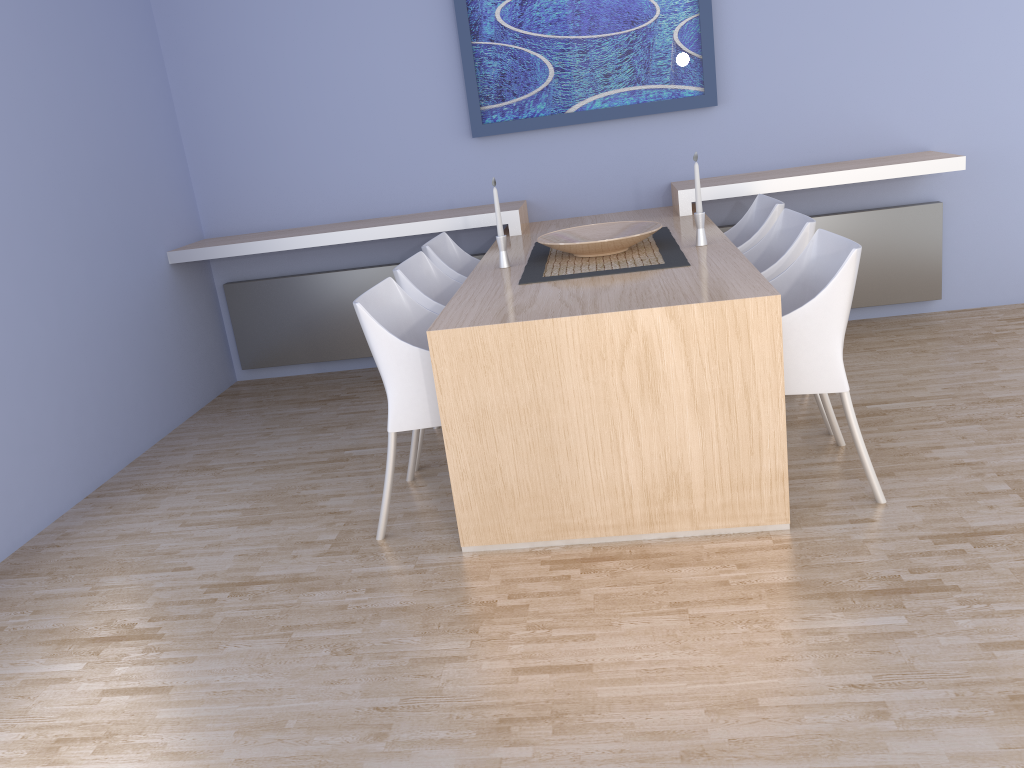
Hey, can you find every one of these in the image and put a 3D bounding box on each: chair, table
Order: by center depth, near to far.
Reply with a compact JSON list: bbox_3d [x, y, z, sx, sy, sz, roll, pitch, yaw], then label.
[{"bbox_3d":[0.891,-0.063,2.890,0.486,0.793,0.510,-5,17,7],"label":"chair"},{"bbox_3d":[-0.241,0.044,3.038,0.486,0.793,0.510,-5,17,7],"label":"chair"},{"bbox_3d":[0.948,-0.242,3.455,0.486,0.793,0.510,-5,17,8],"label":"chair"},{"bbox_3d":[-0.186,-0.129,3.583,0.486,0.793,0.510,-5,17,7],"label":"chair"},{"bbox_3d":[0.404,-0.211,3.722,1.002,0.718,2.340,-5,17,7],"label":"table"},{"bbox_3d":[1.004,-0.419,4.012,0.486,0.793,0.510,-5,17,7],"label":"chair"},{"bbox_3d":[-0.131,-0.302,4.128,0.486,0.793,0.510,-5,17,7],"label":"chair"}]

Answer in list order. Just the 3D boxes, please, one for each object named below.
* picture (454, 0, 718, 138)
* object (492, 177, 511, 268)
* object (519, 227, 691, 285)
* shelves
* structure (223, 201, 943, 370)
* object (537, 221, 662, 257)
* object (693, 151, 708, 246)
[{"bbox_3d":[0.357,-1.770,4.414,1.252,0.901,0.049,-5,17,7],"label":"picture"},{"bbox_3d":[-0.049,-0.625,3.430,0.045,0.349,0.045,-22,22,-39],"label":"object"},{"bbox_3d":[0.356,-0.522,3.515,0.594,0.005,0.986,-6,17,7],"label":"object"},{"bbox_3d":[0.217,-0.527,4.632,3.901,0.840,0.463,-5,17,7],"label":"shelves"},{"bbox_3d":[0.311,-0.507,4.819,3.843,0.503,0.064,-5,17,7],"label":"structure"},{"bbox_3d":[0.348,-0.563,3.506,0.493,0.081,0.493,0,19,25],"label":"object"},{"bbox_3d":[0.701,-0.696,3.332,0.045,0.349,0.045,-5,17,7],"label":"object"}]
